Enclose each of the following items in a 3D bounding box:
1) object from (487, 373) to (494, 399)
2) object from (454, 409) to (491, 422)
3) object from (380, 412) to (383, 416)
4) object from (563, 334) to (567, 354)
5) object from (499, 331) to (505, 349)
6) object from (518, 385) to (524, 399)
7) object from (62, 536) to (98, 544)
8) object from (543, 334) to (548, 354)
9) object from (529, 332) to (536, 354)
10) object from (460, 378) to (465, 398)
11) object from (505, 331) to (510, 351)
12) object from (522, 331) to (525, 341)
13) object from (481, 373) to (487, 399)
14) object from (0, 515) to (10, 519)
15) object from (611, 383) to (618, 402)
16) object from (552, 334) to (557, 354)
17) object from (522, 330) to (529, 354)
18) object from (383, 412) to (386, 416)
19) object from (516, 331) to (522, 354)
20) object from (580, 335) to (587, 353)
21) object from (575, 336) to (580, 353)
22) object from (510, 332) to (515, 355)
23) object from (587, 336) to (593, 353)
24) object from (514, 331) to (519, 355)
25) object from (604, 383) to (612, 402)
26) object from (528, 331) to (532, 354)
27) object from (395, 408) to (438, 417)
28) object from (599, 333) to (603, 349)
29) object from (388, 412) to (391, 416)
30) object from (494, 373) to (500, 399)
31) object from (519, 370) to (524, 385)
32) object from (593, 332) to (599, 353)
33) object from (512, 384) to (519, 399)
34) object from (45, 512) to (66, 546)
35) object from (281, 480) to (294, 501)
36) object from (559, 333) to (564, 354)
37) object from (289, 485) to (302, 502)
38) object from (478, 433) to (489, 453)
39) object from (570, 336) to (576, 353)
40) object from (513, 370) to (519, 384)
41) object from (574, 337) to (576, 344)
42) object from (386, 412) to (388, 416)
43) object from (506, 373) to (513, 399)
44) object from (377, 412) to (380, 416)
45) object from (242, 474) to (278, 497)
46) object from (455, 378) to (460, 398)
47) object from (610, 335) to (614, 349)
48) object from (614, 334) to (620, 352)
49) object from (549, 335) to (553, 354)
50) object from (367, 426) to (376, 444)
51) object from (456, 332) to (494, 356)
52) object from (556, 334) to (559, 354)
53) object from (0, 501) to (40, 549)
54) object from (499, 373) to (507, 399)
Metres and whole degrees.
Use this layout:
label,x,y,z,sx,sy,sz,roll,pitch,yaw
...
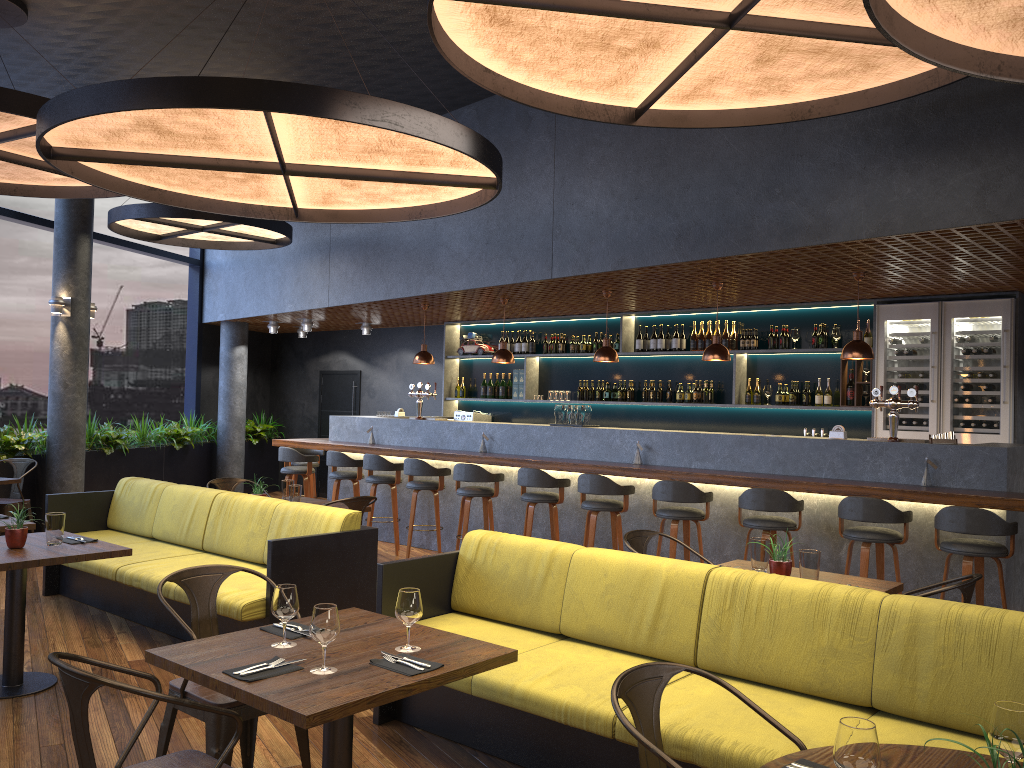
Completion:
label,x,y,z,sx,sy,sz,roll,pitch,yaw
object,-0.286,0.025,11.787,0.094,0.340,0.094,2,-1,-36
object,-0.592,0.630,11.878,0.355,0.569,0.550,0,-1,40
object,-1.640,0.376,11.111,0.042,0.059,0.042,1,-1,38
object,0.659,-0.498,11.142,0.063,0.254,0.063,2,-1,-12
object,-0.132,-0.537,11.665,0.085,0.310,0.086,2,-1,-16
object,0.147,0.104,11.444,0.098,0.192,0.080,0,-1,40
object,-2.496,0.897,5.113,0.255,0.019,0.157,1,-1,40
object,0.426,-0.504,11.183,0.063,0.254,0.063,1,-1,22
object,0.264,-0.516,11.336,0.083,0.301,0.083,2,-2,-42
object,-0.679,0.055,12.211,0.079,0.281,0.079,0,-2,44
object,-0.062,-0.537,11.604,0.085,0.310,0.086,2,-1,-22
object,0.162,-0.532,11.544,0.085,0.310,0.086,2,-1,-22
object,-0.370,0.024,11.841,0.094,0.340,0.094,2,-1,-27
object,-3.481,0.889,5.948,0.255,0.019,0.157,1,-1,40
object,1.241,0.101,10.683,0.088,0.224,0.088,1,-1,15
object,0.533,-0.502,11.130,0.063,0.254,0.063,1,-1,12
object,0.172,-0.535,11.408,0.085,0.310,0.086,2,-1,-16
object,-1.603,0.378,11.139,0.042,0.059,0.042,1,-1,38
object,0.095,-0.535,11.476,0.085,0.310,0.086,2,-1,-31
object,0.875,-0.484,10.834,0.088,0.224,0.088,1,-1,35
object,0.814,-0.480,10.970,0.068,0.217,0.068,2,-1,-30
object,0.002,-0.534,11.673,0.085,0.310,0.086,2,-1,-39
object,0.951,-0.481,10.909,0.088,0.224,0.088,1,-1,35
object,0.075,-0.533,11.608,0.085,0.310,0.086,2,-1,-22
object,1.147,0.097,10.615,0.088,0.224,0.088,2,-1,-35
object,0.233,-0.532,11.480,0.085,0.310,0.086,2,-1,-9
object,-1.284,0.371,11.609,0.200,0.106,0.766,0,-1,40
object,1.083,-0.495,10.780,0.063,0.254,0.063,2,-1,-22
object,-1.551,0.381,11.225,0.042,0.059,0.042,1,-1,38
object,-0.199,0.028,11.849,0.094,0.340,0.094,2,-1,-27
object,0.152,-0.088,11.448,0.098,0.192,0.080,0,-1,40
object,1.017,-0.498,10.720,0.063,0.254,0.063,1,-1,-2
object,0.070,0.103,11.510,0.098,0.192,0.080,0,-1,40
object,-2.557,0.813,4.961,0.102,0.178,0.102,1,-1,6
object,-1.833,0.875,7.243,0.102,0.178,0.102,2,-1,-14
object,0.615,-0.502,11.036,0.063,0.254,0.063,2,-1,-32
object,-1.675,0.872,6.849,0.102,0.178,0.102,1,-1,26
object,-0.288,0.599,9.078,0.114,0.203,0.069,1,-1,1
object,0.748,-0.483,10.904,0.068,0.217,0.068,1,-1,30
object,0.076,-0.089,11.515,0.098,0.192,0.080,0,-1,40
object,0.769,-0.479,11.043,0.068,0.217,0.068,3,-2,-45
object,-1.584,0.379,11.187,0.042,0.059,0.042,1,-1,38
object,-0.034,0.030,11.723,0.094,0.340,0.094,2,-1,-27
object,-1.671,0.375,11.076,0.042,0.059,0.042,1,-1,38
object,-1.945,0.817,6.799,0.238,0.271,0.260,3,-2,-45
object,-0.750,0.054,12.268,0.079,0.281,0.079,2,-1,-31
object,1.186,-0.477,10.655,0.068,0.217,0.068,3,-2,-45
object,1.251,-0.481,10.515,0.088,0.224,0.088,2,-1,-35
object,0.505,-0.500,11.258,0.063,0.254,0.063,1,-1,17
object,-1.621,0.587,10.192,0.114,0.203,0.069,1,-1,-2
object,-0.504,-0.542,12.070,0.579,0.319,0.229,0,-1,40
object,0.577,-0.500,11.201,0.063,0.254,0.063,1,-1,12
object,-2.707,0.761,4.868,0.238,0.271,0.260,2,-1,-11
object,-0.118,0.026,11.659,0.094,0.340,0.094,2,-1,-10
